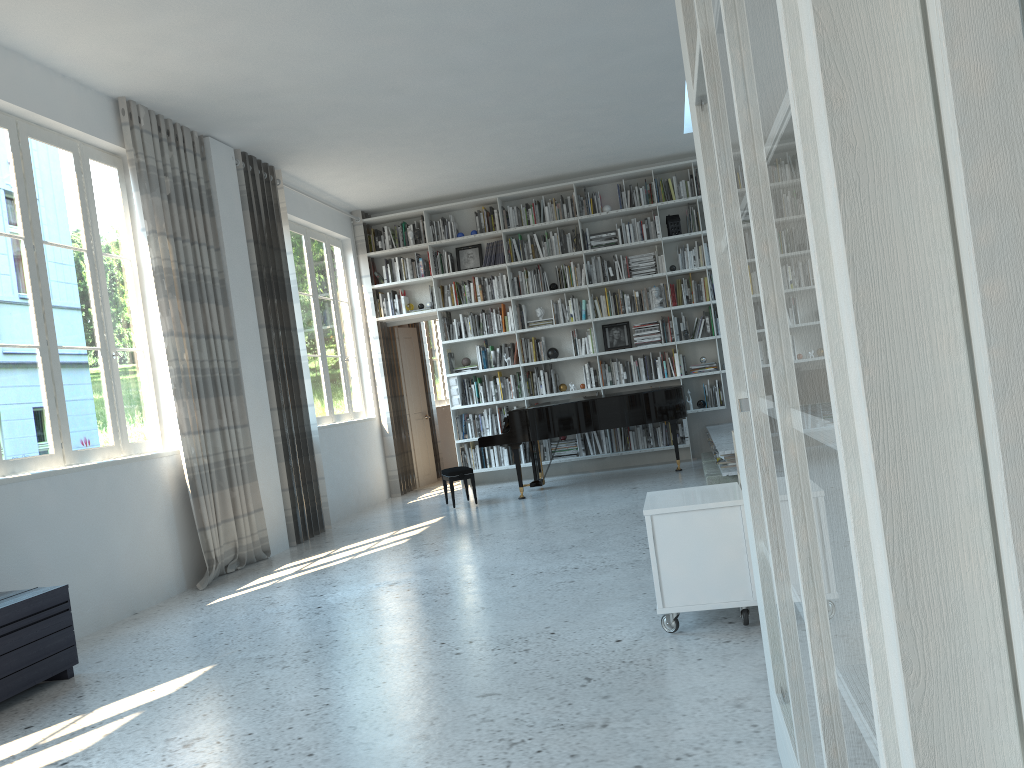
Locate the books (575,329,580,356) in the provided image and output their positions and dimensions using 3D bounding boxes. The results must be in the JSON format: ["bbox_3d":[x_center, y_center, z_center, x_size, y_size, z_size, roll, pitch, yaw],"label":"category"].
[{"bbox_3d":[0.723,-0.455,9.731,0.012,0.298,0.166,-8,0,10],"label":"books"}]

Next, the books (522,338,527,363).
[{"bbox_3d":[0.150,-0.368,9.834,0.025,0.284,0.145,-8,0,10],"label":"books"}]

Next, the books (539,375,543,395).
[{"bbox_3d":[0.335,0.011,9.806,0.021,0.215,0.172,-8,0,10],"label":"books"}]

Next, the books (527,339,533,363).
[{"bbox_3d":[0.205,-0.365,9.821,0.036,0.263,0.166,-8,0,10],"label":"books"}]

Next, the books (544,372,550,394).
[{"bbox_3d":[0.399,-0.011,9.808,0.029,0.241,0.135,-8,0,10],"label":"books"}]

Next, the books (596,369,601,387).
[{"bbox_3d":[0.949,-0.067,9.699,0.024,0.201,0.158,-8,0,10],"label":"books"}]

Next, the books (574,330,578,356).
[{"bbox_3d":[0.713,-0.450,9.736,0.011,0.291,0.155,-8,0,10],"label":"books"}]

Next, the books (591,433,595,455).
[{"bbox_3d":[0.894,0.655,9.721,0.011,0.232,0.174,-8,0,10],"label":"books"}]

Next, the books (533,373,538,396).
[{"bbox_3d":[0.265,0.004,9.819,0.042,0.248,0.162,-8,0,10],"label":"books"}]

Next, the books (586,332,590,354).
[{"bbox_3d":[0.843,-0.444,9.694,0.012,0.244,0.171,-8,0,10],"label":"books"}]

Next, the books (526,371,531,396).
[{"bbox_3d":[0.195,-0.004,9.835,0.013,0.283,0.146,-8,0,10],"label":"books"}]

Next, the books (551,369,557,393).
[{"bbox_3d":[0.469,-0.031,9.776,0.027,0.261,0.163,-8,0,10],"label":"books"}]

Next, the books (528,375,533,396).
[{"bbox_3d":[0.219,0.015,9.828,0.030,0.239,0.157,-8,0,10],"label":"books"}]

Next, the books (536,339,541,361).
[{"bbox_3d":[0.305,-0.371,9.823,0.028,0.248,0.142,-8,0,10],"label":"books"}]

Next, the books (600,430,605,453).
[{"bbox_3d":[0.997,0.627,9.721,0.025,0.259,0.132,-8,0,10],"label":"books"}]

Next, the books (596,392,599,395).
[{"bbox_3d":[0.953,0.249,9.700,0.013,0.320,0.173,-8,0,10],"label":"books"}]

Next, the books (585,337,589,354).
[{"bbox_3d":[0.832,-0.414,9.708,0.024,0.188,0.172,-8,0,10],"label":"books"}]

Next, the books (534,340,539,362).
[{"bbox_3d":[0.282,-0.366,9.810,0.014,0.244,0.153,-8,0,10],"label":"books"}]

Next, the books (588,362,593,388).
[{"bbox_3d":[0.867,-0.101,9.715,0.014,0.291,0.131,-8,0,10],"label":"books"}]

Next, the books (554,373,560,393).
[{"bbox_3d":[0.500,-0.010,9.786,0.023,0.212,0.160,-8,0,10],"label":"books"}]

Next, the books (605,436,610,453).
[{"bbox_3d":[1.047,0.660,9.698,0.024,0.180,0.171,-8,0,10],"label":"books"}]

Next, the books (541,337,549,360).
[{"bbox_3d":[0.367,-0.388,9.802,0.028,0.266,0.144,-8,0,10],"label":"books"}]

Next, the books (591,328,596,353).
[{"bbox_3d":[0.894,-0.470,9.684,0.021,0.281,0.162,-8,0,10],"label":"books"}]

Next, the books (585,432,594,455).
[{"bbox_3d":[0.857,0.649,9.730,0.062,0.253,0.177,-8,0,10],"label":"books"}]

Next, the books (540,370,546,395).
[{"bbox_3d":[0.354,-0.019,9.798,0.027,0.269,0.185,-8,0,10],"label":"books"}]

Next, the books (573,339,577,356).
[{"bbox_3d":[0.700,-0.395,9.728,0.025,0.186,0.154,-8,0,10],"label":"books"}]

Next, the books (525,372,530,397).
[{"bbox_3d":[0.185,0.002,9.847,0.013,0.275,0.147,-8,0,10],"label":"books"}]

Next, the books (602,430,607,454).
[{"bbox_3d":[1.015,0.624,9.686,0.024,0.260,0.189,-8,0,10],"label":"books"}]

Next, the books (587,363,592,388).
[{"bbox_3d":[0.857,-0.093,9.721,0.010,0.277,0.155,-8,0,10],"label":"books"}]

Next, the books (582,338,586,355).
[{"bbox_3d":[0.792,-0.409,9.711,0.057,0.188,0.156,-8,0,10],"label":"books"}]

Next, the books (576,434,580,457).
[{"bbox_3d":[0.735,0.666,9.750,0.012,0.254,0.161,-8,0,10],"label":"books"}]

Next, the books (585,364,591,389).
[{"bbox_3d":[0.837,-0.086,9.711,0.027,0.269,0.158,-8,0,10],"label":"books"}]

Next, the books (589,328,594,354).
[{"bbox_3d":[0.878,-0.467,9.684,0.011,0.279,0.187,-8,0,10],"label":"books"}]

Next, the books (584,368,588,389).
[{"bbox_3d":[0.823,-0.062,9.733,0.015,0.225,0.148,-8,0,10],"label":"books"}]

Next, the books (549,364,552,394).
[{"bbox_3d":[0.428,-0.059,9.785,0.050,0.328,0.166,-8,0,10],"label":"books"}]

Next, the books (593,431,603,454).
[{"bbox_3d":[0.945,0.625,9.717,0.073,0.276,0.181,-8,0,10],"label":"books"}]

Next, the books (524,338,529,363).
[{"bbox_3d":[0.176,-0.366,9.834,0.026,0.275,0.154,-8,0,10],"label":"books"}]

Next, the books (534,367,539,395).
[{"bbox_3d":[0.287,-0.032,9.813,0.014,0.313,0.166,-8,0,10],"label":"books"}]

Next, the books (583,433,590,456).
[{"bbox_3d":[0.818,0.662,9.750,0.028,0.238,0.136,-8,0,10],"label":"books"}]

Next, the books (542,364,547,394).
[{"bbox_3d":[0.373,-0.056,9.819,0.013,0.339,0.138,-8,0,10],"label":"books"}]

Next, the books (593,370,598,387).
[{"bbox_3d":[0.925,-0.061,9.718,0.031,0.194,0.142,-8,0,10],"label":"books"}]

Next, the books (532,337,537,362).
[{"bbox_3d":[0.256,-0.378,9.794,0.026,0.274,0.190,-8,0,10],"label":"books"}]

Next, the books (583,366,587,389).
[{"bbox_3d":[0.806,-0.074,9.728,0.012,0.254,0.161,-8,0,10],"label":"books"}]

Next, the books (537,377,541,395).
[{"bbox_3d":[0.315,0.024,9.814,0.024,0.196,0.156,-8,0,10],"label":"books"}]

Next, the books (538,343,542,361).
[{"bbox_3d":[0.323,-0.353,9.799,0.011,0.208,0.180,-8,0,10],"label":"books"}]

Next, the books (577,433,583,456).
[{"bbox_3d":[0.758,0.657,9.761,0.031,0.265,0.144,-8,0,10],"label":"books"}]

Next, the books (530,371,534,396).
[{"bbox_3d":[0.236,-0.004,9.816,0.012,0.272,0.181,-8,0,10],"label":"books"}]

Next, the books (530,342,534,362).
[{"bbox_3d":[0.238,-0.351,9.819,0.025,0.228,0.153,-8,0,10],"label":"books"}]

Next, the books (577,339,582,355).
[{"bbox_3d":[0.753,-0.400,9.733,0.030,0.183,0.154,-8,0,10],"label":"books"}]

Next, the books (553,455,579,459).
[{"bbox_3d":[0.602,0.802,9.797,0.285,0.007,0.159,-8,0,11],"label":"books"}]

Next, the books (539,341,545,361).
[{"bbox_3d":[0.341,-0.360,9.792,0.028,0.216,0.175,-8,0,10],"label":"books"}]

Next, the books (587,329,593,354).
[{"bbox_3d":[0.862,-0.460,9.697,0.027,0.269,0.178,-8,0,10],"label":"books"}]

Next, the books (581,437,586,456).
[{"bbox_3d":[0.790,0.684,9.743,0.029,0.202,0.178,-8,0,10],"label":"books"}]

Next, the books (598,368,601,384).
[{"bbox_3d":[0.972,-0.091,9.721,0.019,0.242,0.107,-8,0,10],"label":"books"}]

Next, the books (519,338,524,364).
[{"bbox_3d":[0.122,-0.364,9.849,0.012,0.285,0.159,-8,0,10],"label":"books"}]

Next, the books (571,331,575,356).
[{"bbox_3d":[0.676,-0.441,9.736,0.012,0.285,0.159,-8,0,10],"label":"books"}]

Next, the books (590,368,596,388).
[{"bbox_3d":[0.891,-0.069,9.703,0.029,0.221,0.153,-8,0,10],"label":"books"}]

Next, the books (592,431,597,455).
[{"bbox_3d":[0.901,0.632,9.712,0.012,0.274,0.180,-8,0,10],"label":"books"}]
